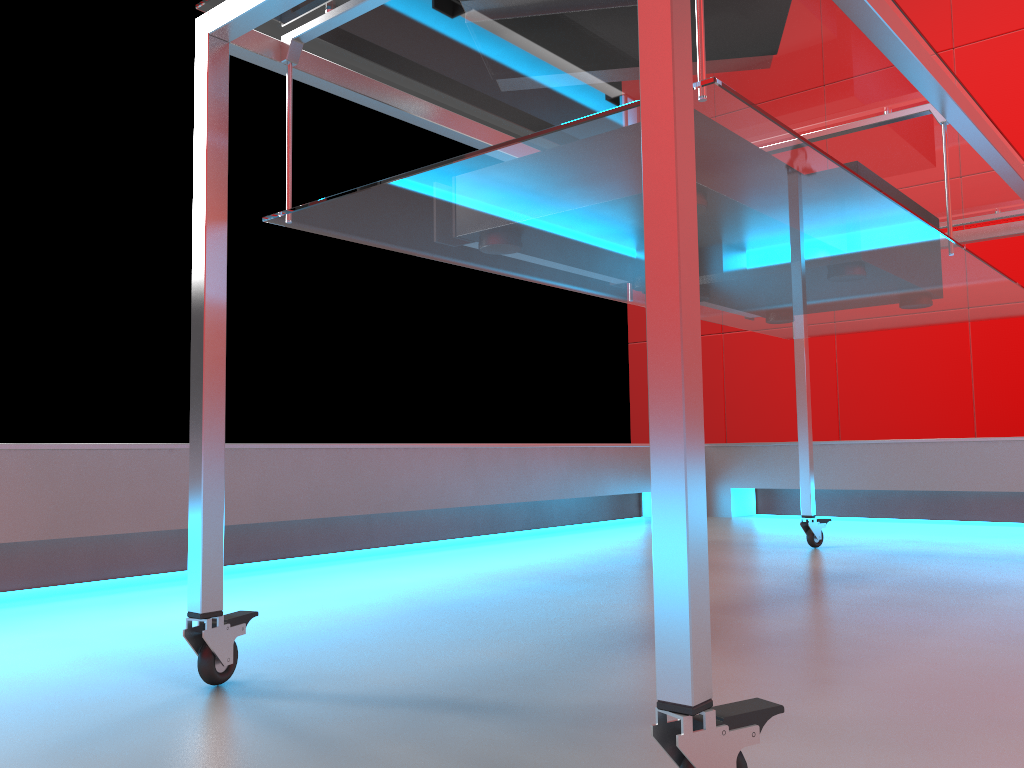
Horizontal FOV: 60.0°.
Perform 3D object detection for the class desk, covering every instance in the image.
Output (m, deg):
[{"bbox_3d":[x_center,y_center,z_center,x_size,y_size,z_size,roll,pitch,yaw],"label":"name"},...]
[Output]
[{"bbox_3d":[0.404,-0.023,1.323,0.594,0.690,1.617,-5,-6,40],"label":"desk"}]

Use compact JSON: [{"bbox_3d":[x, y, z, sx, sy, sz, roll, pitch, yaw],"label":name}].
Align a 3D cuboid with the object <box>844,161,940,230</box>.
[{"bbox_3d":[0.494,-0.220,1.552,0.371,0.158,0.431,-5,-6,40],"label":"object"}]
